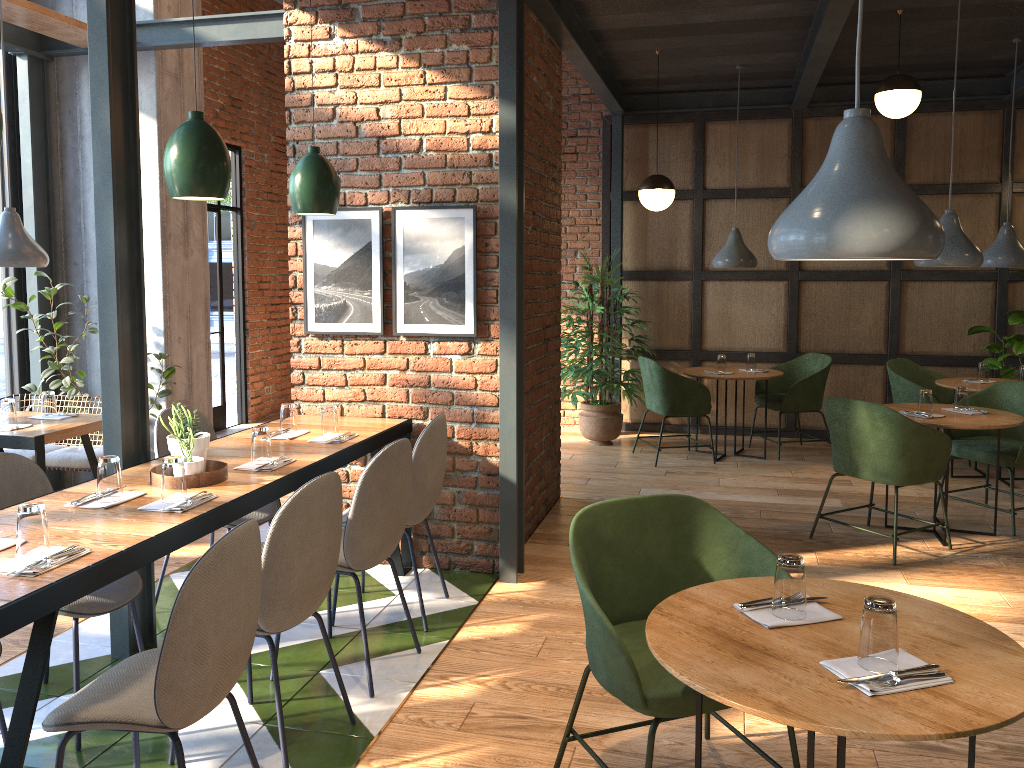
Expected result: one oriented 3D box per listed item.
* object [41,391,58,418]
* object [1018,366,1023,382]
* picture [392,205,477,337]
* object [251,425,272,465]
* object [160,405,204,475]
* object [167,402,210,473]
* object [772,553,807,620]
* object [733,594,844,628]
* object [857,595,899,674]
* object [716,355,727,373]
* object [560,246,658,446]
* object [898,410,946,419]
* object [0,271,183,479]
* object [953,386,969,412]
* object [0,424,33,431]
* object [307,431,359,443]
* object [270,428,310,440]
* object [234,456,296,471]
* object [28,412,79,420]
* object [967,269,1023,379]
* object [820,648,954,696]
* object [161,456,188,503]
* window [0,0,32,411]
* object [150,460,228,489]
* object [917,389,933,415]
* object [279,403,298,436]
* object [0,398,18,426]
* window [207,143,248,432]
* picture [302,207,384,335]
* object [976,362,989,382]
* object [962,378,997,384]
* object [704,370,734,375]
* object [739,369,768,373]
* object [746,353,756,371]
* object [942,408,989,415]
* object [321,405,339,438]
[{"bbox_3d":[-2.511,0.109,4.801,0.080,0.137,0.080,-1,5,-13],"label":"object"},{"bbox_3d":[3.588,-0.057,6.207,0.080,0.137,0.080,2,6,21],"label":"object"},{"bbox_3d":[-0.378,-0.547,4.307,0.430,0.629,0.015,1,5,14],"label":"picture"},{"bbox_3d":[-0.954,0.230,3.370,0.080,0.137,0.080,-1,5,-13],"label":"object"},{"bbox_3d":[-1.116,0.206,3.034,0.115,0.281,0.128,1,5,10],"label":"object"},{"bbox_3d":[-1.151,0.194,3.155,0.146,0.275,0.146,-1,5,-5],"label":"object"},{"bbox_3d":[0.652,0.473,2.079,0.080,0.137,0.080,0,5,-4],"label":"object"},{"bbox_3d":[0.666,0.535,2.112,0.243,0.019,0.158,-2,8,-17],"label":"object"},{"bbox_3d":[0.749,0.507,1.808,0.080,0.137,0.080,0,5,-4],"label":"object"},{"bbox_3d":[1.669,-0.163,7.053,0.080,0.137,0.080,-1,5,-7],"label":"object"},{"bbox_3d":[0.769,-0.337,7.644,0.979,1.716,0.917,-2,6,-21],"label":"object"},{"bbox_3d":[2.300,0.165,4.993,0.157,0.019,0.243,-3,8,-21],"label":"object"},{"bbox_3d":[-2.754,0.023,5.711,0.860,1.492,0.901,3,6,33],"label":"object"},{"bbox_3d":[2.589,0.085,5.103,0.080,0.137,0.080,-4,7,-38],"label":"object"},{"bbox_3d":[-2.586,0.213,4.506,0.243,0.019,0.158,2,7,14],"label":"object"},{"bbox_3d":[-0.784,0.232,3.875,0.157,0.019,0.244,2,7,14],"label":"object"},{"bbox_3d":[-1.015,0.219,3.978,0.157,0.019,0.244,2,7,12],"label":"object"},{"bbox_3d":[-0.937,0.299,3.349,0.157,0.019,0.244,2,7,14],"label":"object"},{"bbox_3d":[-2.485,0.172,4.824,0.243,0.019,0.158,2,7,14],"label":"object"},{"bbox_3d":[4.123,-0.273,6.838,1.057,1.788,0.724,2,5,24],"label":"object"},{"bbox_3d":[0.745,0.576,1.788,0.243,0.019,0.158,-2,8,-17],"label":"object"},{"bbox_3d":[-1.075,0.301,2.816,0.080,0.137,0.080,-2,6,-23],"label":"object"},{"bbox_3d":[-4.331,-1.923,1.722,0.127,5.576,8.759,1,7,14],"label":"window"},{"bbox_3d":[-1.134,0.316,3.113,0.251,0.046,0.254,-2,7,-12],"label":"object"},{"bbox_3d":[2.326,0.100,4.985,0.080,0.137,0.080,-4,7,-38],"label":"object"},{"bbox_3d":[-0.997,0.157,3.947,0.080,0.137,0.080,4,6,35],"label":"object"},{"bbox_3d":[-2.569,0.145,4.520,0.080,0.137,0.080,-1,5,-13],"label":"object"},{"bbox_3d":[-2.913,-0.822,7.627,0.097,2.689,2.145,1,6,14],"label":"window"},{"bbox_3d":[-0.844,-0.561,4.422,0.430,0.629,0.015,1,5,14],"label":"picture"},{"bbox_3d":[3.426,-0.087,6.445,0.080,0.137,0.080,-1,5,-8],"label":"object"},{"bbox_3d":[3.424,-0.025,6.476,0.243,0.019,0.158,-4,8,-31],"label":"object"},{"bbox_3d":[1.643,-0.098,7.062,0.157,0.019,0.244,-3,8,-20],"label":"object"},{"bbox_3d":[1.963,-0.111,7.160,0.157,0.019,0.244,-3,8,-20],"label":"object"},{"bbox_3d":[1.933,-0.178,7.167,0.080,0.137,0.080,-1,5,-7],"label":"object"},{"bbox_3d":[2.618,0.152,5.098,0.157,0.019,0.243,-3,8,-21],"label":"object"},{"bbox_3d":[-0.802,0.163,3.896,0.080,0.137,0.080,-1,5,-13],"label":"object"}]
